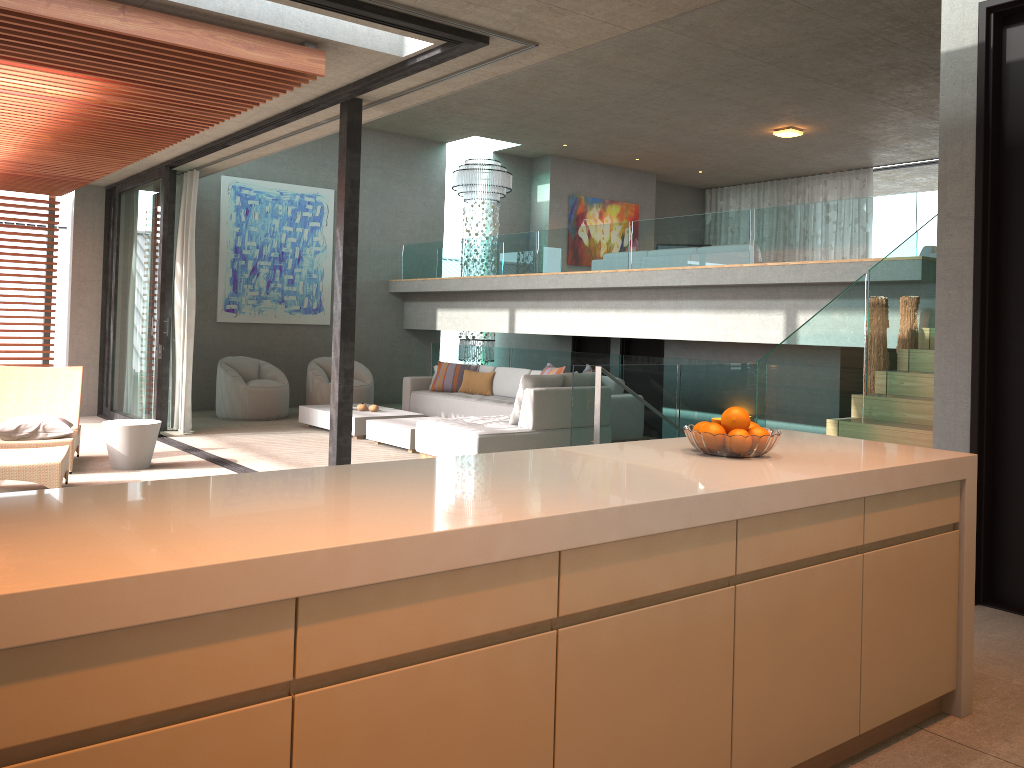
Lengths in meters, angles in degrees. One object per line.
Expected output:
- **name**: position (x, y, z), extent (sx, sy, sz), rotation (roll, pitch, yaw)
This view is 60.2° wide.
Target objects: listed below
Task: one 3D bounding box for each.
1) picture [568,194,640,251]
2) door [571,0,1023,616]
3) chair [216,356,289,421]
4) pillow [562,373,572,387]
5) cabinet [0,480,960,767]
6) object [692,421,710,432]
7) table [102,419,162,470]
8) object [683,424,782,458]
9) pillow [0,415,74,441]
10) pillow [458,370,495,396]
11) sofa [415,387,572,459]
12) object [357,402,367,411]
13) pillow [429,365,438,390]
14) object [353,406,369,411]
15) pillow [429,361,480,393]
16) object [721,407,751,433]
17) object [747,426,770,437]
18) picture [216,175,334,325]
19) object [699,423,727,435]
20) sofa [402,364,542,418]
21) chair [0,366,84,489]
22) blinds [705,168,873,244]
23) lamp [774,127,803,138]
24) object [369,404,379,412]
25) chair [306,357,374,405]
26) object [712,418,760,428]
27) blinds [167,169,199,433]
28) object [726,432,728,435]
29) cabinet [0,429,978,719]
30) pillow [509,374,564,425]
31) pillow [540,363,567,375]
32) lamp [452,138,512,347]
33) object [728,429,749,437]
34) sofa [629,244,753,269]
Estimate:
- **picture**: position (1.699, -2.753, 16.197), extent (1.749, 1.251, 0.030), rotation (0, 0, -38)
- **door**: position (0.405, 0.218, 5.408), extent (5.779, 4.475, 15.328), rotation (3, 3, 24)
- **chair**: position (-3.394, 0.045, 11.598), extent (0.921, 0.788, 0.922), rotation (0, 2, -34)
- **pillow**: position (0.613, 0.127, 8.504), extent (0.491, 0.498, 0.238), rotation (1, 1, -38)
- **cabinet**: position (0.253, -0.033, 0.900), extent (7.465, 2.568, 1.968), rotation (-1, 2, -38)
- **object**: position (0.648, 0.169, 2.967), extent (0.087, 0.087, 0.086), rotation (3, 2, 42)
- **table**: position (-3.294, 0.525, 7.646), extent (0.475, 0.393, 0.475), rotation (3, 2, 34)
- **object**: position (0.725, 0.190, 2.921), extent (0.315, 0.082, 0.316), rotation (-1, 4, -38)
- **pillow**: position (-3.993, 0.361, 7.392), extent (0.595, 0.194, 0.595), rotation (0, 4, -27)
- **pillow**: position (-0.449, -0.014, 11.551), extent (0.463, 0.325, 0.226), rotation (2, 1, 15)
- **sofa**: position (0.026, 0.370, 8.360), extent (1.595, 0.733, 1.014), rotation (-1, 3, -38)
- **object**: position (-1.757, 0.266, 10.360), extent (0.119, 0.106, 0.119), rotation (1, 2, -34)
- **pillow**: position (-0.829, -0.055, 11.934), extent (0.618, 0.421, 0.311), rotation (2, 1, -1)
- **object**: position (-1.812, 0.290, 10.481), extent (0.437, 0.040, 0.155), rotation (2, 4, 8)
- **pillow**: position (-0.757, -0.083, 11.750), extent (0.655, 0.442, 0.340), rotation (2, 1, 6)
- **object**: position (0.731, 0.121, 2.887), extent (0.095, 0.094, 0.094), rotation (1, 1, -18)
- **object**: position (0.798, 0.181, 2.875), extent (0.086, 0.087, 0.087), rotation (2, 1, 12)
- **picture**: position (-3.410, -1.906, 12.869), extent (1.718, 2.051, 0.030), rotation (1, 0, -38)
- **object**: position (0.652, 0.173, 2.874), extent (0.094, 0.094, 0.094), rotation (3, 2, 41)
- **sofa**: position (-0.013, 0.197, 10.803), extent (1.048, 0.753, 3.466), rotation (0, 4, -38)
- **chair**: position (-3.892, 0.329, 7.069), extent (0.699, 0.827, 2.299), rotation (1, 3, -23)
- **blinds**: position (5.183, -2.604, 17.136), extent (0.222, 2.730, 3.855), rotation (2, 1, -38)
- **lamp**: position (4.067, -3.698, 13.008), extent (0.300, 0.092, 0.301), rotation (-1, 4, -38)
- **object**: position (-1.611, 0.273, 10.307), extent (0.119, 0.106, 0.119), rotation (2, 2, -3)
- **chair**: position (-2.383, 0.030, 12.268), extent (0.921, 0.788, 0.922), rotation (1, 2, -14)
- **object**: position (0.757, 0.168, 2.971), extent (0.173, 0.100, 0.096), rotation (2, 1, 7)
- **blinds**: position (-4.245, -1.001, 10.704), extent (0.222, 2.927, 2.428), rotation (2, 0, -38)
- **object**: position (0.717, 0.183, 2.935), extent (0.070, 0.071, 0.071), rotation (2, 1, 1)
- **cabinet**: position (-0.251, 0.705, 2.139), extent (4.118, 0.900, 0.801), rotation (-1, 3, -38)
- **pillow**: position (0.231, 0.146, 8.210), extent (0.492, 0.484, 0.266), rotation (1, 1, -37)
- **pillow**: position (0.425, 0.018, 10.282), extent (0.311, 0.494, 0.738), rotation (2, 2, -15)
- **lamp**: position (-0.533, -2.143, 14.665), extent (1.000, 3.944, 0.998), rotation (1, -1, 32)
- **object**: position (0.726, 0.184, 2.832), extent (0.080, 0.081, 0.081), rotation (0, 2, -44)
- **sofa**: position (2.444, -1.423, 12.234), extent (0.973, 0.864, 3.254), rotation (0, 4, -38)
